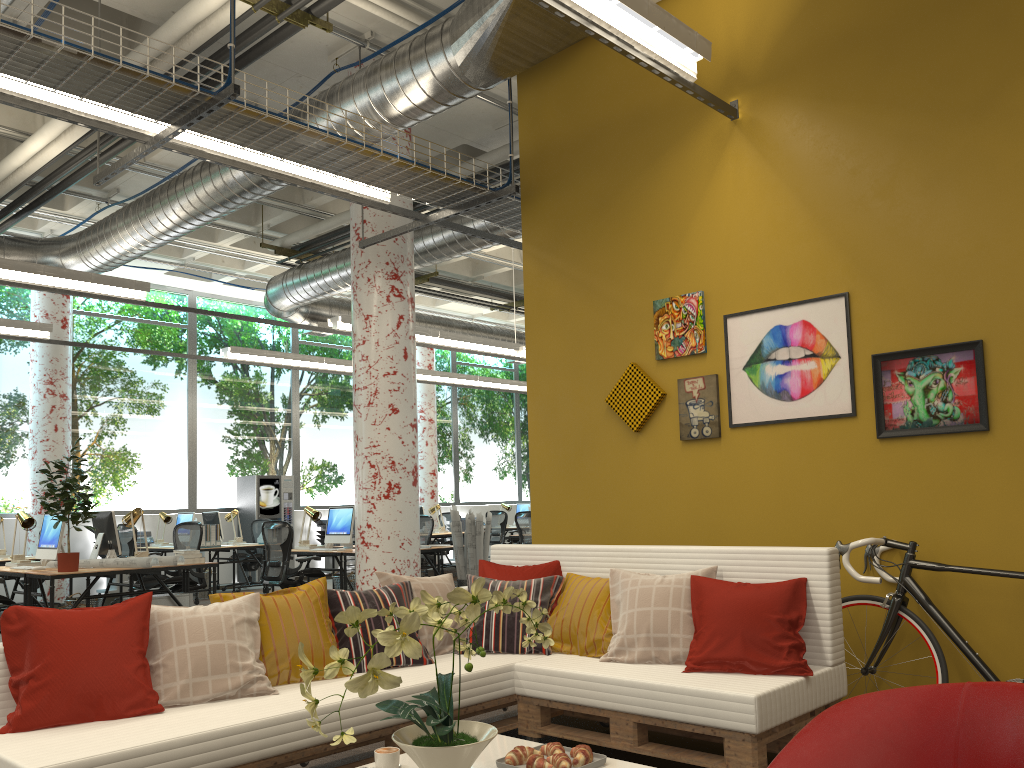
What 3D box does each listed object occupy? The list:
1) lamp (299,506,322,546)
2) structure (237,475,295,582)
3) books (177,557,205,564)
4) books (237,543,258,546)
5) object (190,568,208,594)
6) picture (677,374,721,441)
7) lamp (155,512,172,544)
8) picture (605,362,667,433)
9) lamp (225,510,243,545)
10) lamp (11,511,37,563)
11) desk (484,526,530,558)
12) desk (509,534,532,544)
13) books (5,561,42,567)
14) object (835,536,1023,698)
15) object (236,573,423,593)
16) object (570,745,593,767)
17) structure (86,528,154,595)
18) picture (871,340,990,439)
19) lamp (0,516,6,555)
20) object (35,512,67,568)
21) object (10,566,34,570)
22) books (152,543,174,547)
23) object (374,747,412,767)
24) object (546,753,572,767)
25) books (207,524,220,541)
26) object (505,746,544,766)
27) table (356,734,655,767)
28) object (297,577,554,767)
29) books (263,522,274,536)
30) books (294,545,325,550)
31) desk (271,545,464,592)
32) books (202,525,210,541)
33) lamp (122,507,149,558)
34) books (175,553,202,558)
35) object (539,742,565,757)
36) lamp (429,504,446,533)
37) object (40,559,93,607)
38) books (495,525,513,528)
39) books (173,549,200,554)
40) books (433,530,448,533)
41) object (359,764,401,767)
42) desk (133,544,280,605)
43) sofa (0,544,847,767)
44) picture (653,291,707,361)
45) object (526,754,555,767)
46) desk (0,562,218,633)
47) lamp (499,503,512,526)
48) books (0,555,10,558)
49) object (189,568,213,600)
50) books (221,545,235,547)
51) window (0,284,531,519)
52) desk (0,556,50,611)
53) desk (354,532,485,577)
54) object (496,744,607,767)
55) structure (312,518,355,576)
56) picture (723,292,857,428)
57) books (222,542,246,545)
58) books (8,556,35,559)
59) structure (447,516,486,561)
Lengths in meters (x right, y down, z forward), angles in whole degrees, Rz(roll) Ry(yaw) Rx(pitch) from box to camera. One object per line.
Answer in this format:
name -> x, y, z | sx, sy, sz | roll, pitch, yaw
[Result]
lamp -> -2.415, 1.756, 10.503 | 0.209, 0.608, 0.530 | 1, -7, -27
structure -> -4.250, 2.498, 15.312 | 0.640, 1.802, 0.751 | -7, -7, 43
books -> -2.851, 1.546, 7.758 | 0.272, 0.050, 0.201 | -8, -10, 40
books -> -3.709, 2.250, 12.421 | 0.200, 0.023, 0.236 | -4, -8, 16
object -> -4.737, 2.930, 13.346 | 0.353, 0.433, 0.370 | -1, -6, -12
picture -> 1.064, 0.136, 5.041 | 0.253, 0.354, 0.027 | -7, -7, 43
lamp -> -5.127, 2.185, 13.011 | 0.209, 0.608, 0.530 | 1, -7, -27
picture -> 0.741, 0.080, 5.333 | 0.426, 0.422, 0.047 | -8, -8, 43
lamp -> -4.017, 2.129, 12.851 | 0.219, 0.608, 0.530 | 1, -7, -27
lamp -> -4.509, 1.477, 8.170 | 0.219, 0.608, 0.530 | 1, -7, -27
desk -> 0.578, 3.260, 17.987 | 1.947, 0.720, 1.404 | -9, -10, 42
desk -> 1.141, 2.560, 13.036 | 1.947, 0.720, 1.404 | -9, -10, 42
books -> -4.478, 1.651, 8.128 | 0.310, 0.038, 0.226 | -9, -11, 43
object -> 2.028, 1.098, 3.765 | 0.402, 1.035, 1.742 | 3, -8, -41
object -> -2.857, 3.015, 14.372 | 3.414, 0.435, 0.368 | 4, -8, -37
object -> 0.224, 1.189, 2.837 | 0.072, 0.062, 0.137 | -2, -7, 0
structure -> -5.907, 2.676, 13.498 | 0.505, 1.052, 1.060 | -7, -8, 43
picture -> 1.980, 0.035, 4.207 | 0.504, 0.416, 0.042 | -8, -8, 43
lamp -> -6.154, 1.880, 10.568 | 0.209, 0.608, 0.530 | 1, -7, -27
object -> -4.039, 1.372, 7.813 | 0.485, 0.483, 0.190 | -8, -8, 43
object -> -4.202, 1.588, 7.649 | 0.440, 0.017, 0.119 | -9, -11, 43
books -> -5.100, 2.359, 12.966 | 0.310, 0.038, 0.226 | -9, -11, 43
object -> -0.388, 1.181, 2.758 | 0.160, 0.089, 0.161 | 1, -8, -22
object -> 0.154, 1.181, 2.763 | 0.064, 0.055, 0.121 | 1, -8, -25
books -> -4.053, 2.059, 12.019 | 0.234, 0.309, 0.068 | -7, -7, 43
object -> 0.031, 1.194, 2.843 | 0.135, 0.061, 0.072 | 2, -8, -27
table -> -0.178, 1.349, 2.492 | 0.988, 0.329, 1.265 | -9, -10, 42
object -> -0.217, 0.888, 2.583 | 0.789, 0.613, 0.419 | 3, -7, -35
books -> -3.464, 2.128, 12.649 | 0.234, 0.309, 0.068 | -7, -7, 43
books -> -2.388, 1.930, 10.458 | 0.310, 0.038, 0.226 | -9, -11, 43
desk -> -1.647, 2.255, 10.198 | 1.947, 0.720, 1.404 | -9, -10, 42
books -> -4.154, 2.047, 11.911 | 0.234, 0.309, 0.068 | -7, -7, 43
lamp -> -3.400, 1.421, 8.010 | 0.209, 0.608, 0.530 | 1, -7, -27
books -> -2.848, 1.503, 7.788 | 0.193, 0.044, 0.258 | 3, -9, -29
object -> 0.141, 1.200, 2.895 | 0.064, 0.055, 0.121 | 1, -8, -25
lamp -> -1.297, 2.446, 15.760 | 0.219, 0.608, 0.530 | 1, -7, -27
object -> -3.937, 1.871, 7.816 | 0.850, 0.929, 0.105 | -7, -7, 38
books -> -0.163, 2.935, 18.247 | 0.310, 0.038, 0.226 | -9, -11, 43
books -> -2.860, 1.471, 7.781 | 0.185, 0.030, 0.153 | -8, -10, 40
books -> -1.317, 2.629, 15.773 | 0.310, 0.038, 0.226 | -9, -11, 43
object -> -0.417, 1.216, 2.808 | 0.132, 0.011, 0.028 | -1, -7, -2
desk -> -4.358, 2.684, 12.706 | 1.947, 0.720, 1.404 | -9, -10, 42
sofa -> -0.268, 1.168, 3.441 | 2.025, 0.927, 2.861 | -8, -10, 42
picture -> 0.974, -0.336, 5.153 | 0.332, 0.354, 0.027 | -8, -7, 43
object -> 0.080, 1.181, 2.750 | 0.070, 0.059, 0.132 | 1, -8, -25
desk -> -3.737, 1.976, 7.868 | 1.947, 0.721, 1.404 | -9, -10, 42
lamp -> -0.194, 2.760, 18.289 | 0.219, 0.608, 0.530 | 1, -7, -27
books -> -6.170, 2.063, 10.583 | 0.310, 0.038, 0.226 | -9, -11, 43
object -> -4.370, 2.788, 12.396 | 0.360, 0.433, 0.354 | -7, -8, 39
books -> -3.975, 2.230, 12.197 | 0.244, 0.019, 0.206 | -5, -8, 20
window -> -6.062, 0.205, 14.129 | 0.050, 3.745, 26.258 | -6, -9, 43
desk -> -6.490, 2.435, 10.426 | 1.947, 0.720, 1.404 | -9, -10, 42
desk -> -1.638, 3.001, 15.616 | 1.947, 0.720, 1.404 | -9, -10, 42
object -> 0.126, 1.207, 2.825 | 0.268, 0.025, 0.268 | -9, -11, 42
structure -> -3.187, 2.994, 16.408 | 0.505, 1.052, 1.060 | -7, -8, 43
picture -> 1.455, -0.111, 4.697 | 0.708, 0.629, 0.018 | -8, -8, 43
books -> -4.038, 2.312, 12.863 | 0.310, 0.038, 0.226 | -9, -11, 43
books -> -5.691, 2.019, 10.301 | 0.200, 0.023, 0.236 | -4, -8, 16
structure -> -0.970, 3.252, 18.779 | 0.505, 1.052, 1.060 | -7, -8, 43
